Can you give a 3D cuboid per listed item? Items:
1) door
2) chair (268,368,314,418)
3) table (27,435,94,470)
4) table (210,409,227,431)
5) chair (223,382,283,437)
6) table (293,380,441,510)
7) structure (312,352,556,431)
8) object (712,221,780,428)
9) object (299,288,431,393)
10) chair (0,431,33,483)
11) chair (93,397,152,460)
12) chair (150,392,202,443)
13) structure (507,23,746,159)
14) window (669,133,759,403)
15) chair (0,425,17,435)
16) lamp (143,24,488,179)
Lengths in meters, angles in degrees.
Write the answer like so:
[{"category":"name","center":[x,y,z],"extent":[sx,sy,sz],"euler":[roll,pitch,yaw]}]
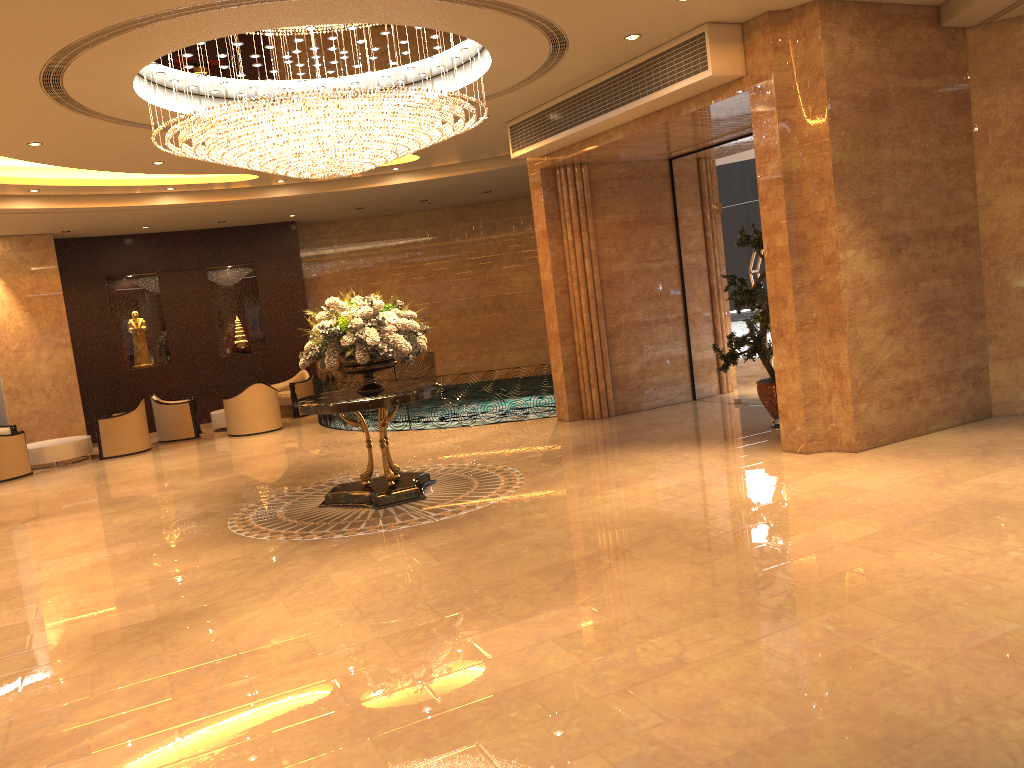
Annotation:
[{"category":"door","center":[3.356,-1.063,11.480],"extent":[0.195,2.758,1.880],"euler":[-10,6,-27]},{"category":"chair","center":[-4.397,0.177,17.858],"extent":[0.951,0.916,0.769],"euler":[-2,7,38]},{"category":"table","center":[-7.735,1.161,14.976],"extent":[1.196,0.354,1.196],"euler":[-7,6,0]},{"category":"table","center":[-5.138,0.637,17.015],"extent":[1.196,0.354,1.196],"euler":[-7,6,1]},{"category":"chair","center":[-4.585,0.410,15.786],"extent":[0.951,0.916,0.769],"euler":[-11,7,-32]},{"category":"table","center":[-1.402,0.608,9.058],"extent":[1.493,1.089,1.493],"euler":[-11,7,-33]},{"category":"structure","center":[-1.776,0.124,16.672],"extent":[3.815,0.995,7.624],"euler":[-8,6,-8]},{"category":"object","center":[2.900,-0.675,10.195],"extent":[0.843,2.363,1.250],"euler":[-2,8,43]},{"category":"object","center":[-1.497,-0.424,8.936],"extent":[1.277,0.999,1.318],"euler":[-7,6,4]},{"category":"chair","center":[-8.084,1.053,13.659],"extent":[0.951,0.916,0.769],"euler":[-6,6,8]},{"category":"chair","center":[-6.611,0.726,15.111],"extent":[0.769,0.916,0.951],"euler":[-8,6,-12]},{"category":"chair","center":[-6.176,0.554,16.290],"extent":[0.769,0.916,0.951],"euler":[-9,6,-17]},{"category":"structure","center":[1.092,-3.243,10.234],"extent":[0.425,0.483,4.113],"euler":[-10,6,-27]},{"category":"window","center":[3.309,-1.436,11.443],"extent":[0.047,3.571,3.515],"euler":[-10,6,-27]},{"category":"chair","center":[-8.993,1.022,15.065],"extent":[0.769,0.916,0.951],"euler":[-5,6,23]},{"category":"lamp","center":[-1.848,-2.632,8.703],"extent":[3.206,1.196,3.204],"euler":[-6,6,10]}]
